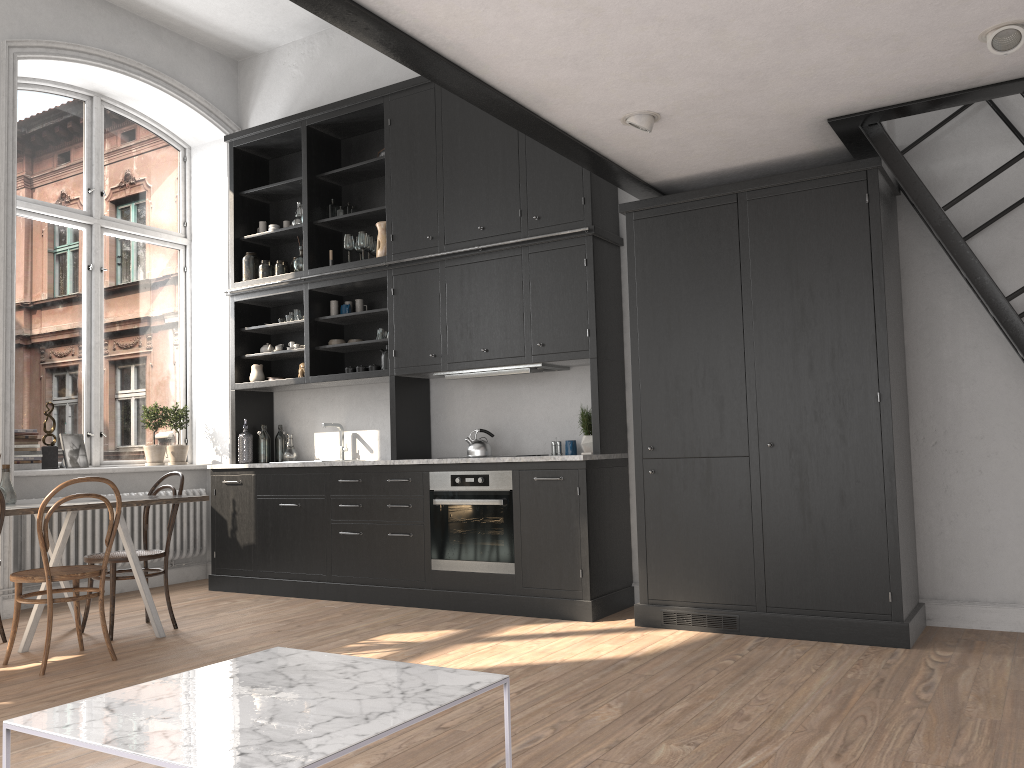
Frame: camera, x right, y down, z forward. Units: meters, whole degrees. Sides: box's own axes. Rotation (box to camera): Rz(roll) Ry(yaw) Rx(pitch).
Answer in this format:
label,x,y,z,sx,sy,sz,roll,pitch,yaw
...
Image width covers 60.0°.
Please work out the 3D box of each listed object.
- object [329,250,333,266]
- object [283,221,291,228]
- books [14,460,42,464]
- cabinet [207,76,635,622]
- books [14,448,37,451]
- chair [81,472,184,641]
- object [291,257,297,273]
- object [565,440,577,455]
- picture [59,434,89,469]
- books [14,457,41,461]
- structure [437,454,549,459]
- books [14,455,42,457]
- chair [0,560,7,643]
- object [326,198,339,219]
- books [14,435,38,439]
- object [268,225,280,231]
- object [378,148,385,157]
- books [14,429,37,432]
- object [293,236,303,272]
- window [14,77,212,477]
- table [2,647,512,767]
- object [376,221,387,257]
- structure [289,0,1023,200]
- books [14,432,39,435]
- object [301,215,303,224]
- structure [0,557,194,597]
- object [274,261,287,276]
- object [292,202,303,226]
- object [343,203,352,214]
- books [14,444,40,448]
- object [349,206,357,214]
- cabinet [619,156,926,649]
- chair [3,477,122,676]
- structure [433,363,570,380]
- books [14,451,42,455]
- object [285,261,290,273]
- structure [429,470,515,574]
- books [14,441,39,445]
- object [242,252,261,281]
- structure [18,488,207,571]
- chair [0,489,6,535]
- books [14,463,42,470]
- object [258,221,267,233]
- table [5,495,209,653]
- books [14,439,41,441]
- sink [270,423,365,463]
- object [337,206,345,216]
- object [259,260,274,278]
label,x,y,z,sx,sy,sz,roll,pitch,yaw
object,-1.361,-0.933,6.677,0.123,0.161,0.123,-5,-5,40
object,-1.813,-1.246,7.161,0.059,0.135,0.082,1,-5,-36
books,-3.452,0.547,6.182,0.175,0.023,0.250,-4,-5,27
cabinet,-0.818,-0.310,6.249,3.251,3.581,0.635,-4,-5,31
books,-3.458,0.461,6.206,0.205,0.022,0.155,3,-6,-44
chair,-2.230,0.988,5.239,0.438,0.920,0.549,-6,-6,44
object,-1.697,-0.908,7.018,0.092,0.184,0.092,2,-6,-44
object,0.376,0.409,5.698,0.082,0.093,0.140,-3,-5,21
picture,-3.280,0.502,6.585,0.149,0.264,0.222,-3,-4,15
books,-3.453,0.524,6.184,0.175,0.023,0.249,-4,-5,32
structure,-0.123,0.475,5.782,0.592,0.011,0.428,-4,-5,31
books,-3.461,0.506,6.202,0.193,0.014,0.255,-5,-5,34
chair,-3.136,0.994,4.966,0.549,0.920,0.438,-5,-5,38
object,-1.368,-1.321,6.776,0.084,0.199,0.065,1,-5,-37
books,-3.468,0.373,6.201,0.231,0.023,0.162,2,-6,-43
object,-1.914,-1.226,7.137,0.096,0.095,0.096,0,-5,-24
object,-0.942,-1.678,6.573,0.056,0.121,0.167,1,-5,-34
books,-3.473,0.331,6.216,0.159,0.024,0.201,-3,-5,21
object,-1.599,-1.018,6.754,0.134,0.357,0.134,-1,-4,-14
window,-2.687,-4.628,14.181,26.405,15.926,14.390,-4,-5,31
table,-0.584,0.965,2.171,0.849,0.392,0.849,-4,-5,31
object,-0.925,-1.023,6.348,0.094,0.267,0.116,0,-4,-17
structure,1.161,-1.960,2.014,4.159,1.212,5.929,-4,-5,31
books,-3.461,0.352,6.214,0.155,0.020,0.205,-4,-5,31
object,-1.568,-1.381,6.853,0.123,0.340,0.118,2,-5,-40
structure,-3.914,-0.750,5.151,0.340,4.471,5.183,-4,-5,31
object,-1.822,-0.890,6.981,0.096,0.150,0.096,-3,-4,20
object,-1.659,-1.310,6.943,0.132,0.219,0.132,-2,-4,6
object,-1.258,-1.308,6.838,0.065,0.177,0.084,1,-5,-37
books,-3.461,0.438,6.214,0.158,0.024,0.222,-4,-5,31
object,-1.209,-1.289,6.740,0.044,0.121,0.058,1,-5,-32
cabinet,1.399,0.126,4.869,1.401,2.370,0.634,-4,-5,31
chair,-2.234,0.926,4.423,0.549,0.920,0.438,-5,-5,42
structure,-0.077,-0.099,5.936,0.844,0.123,0.379,-4,-5,31
books,-3.463,0.485,6.203,0.193,0.028,0.245,-4,-5,26
object,-1.837,-0.890,7.129,0.092,0.184,0.092,-1,-4,-3
structure,-0.114,0.868,5.749,0.622,0.622,0.618,-4,-5,31
books,-3.459,0.415,6.209,0.155,0.022,0.205,-4,-5,26
object,-2.070,-0.922,7.048,0.118,0.238,0.118,-3,-4,17
structure,-2.964,1.095,6.641,0.194,0.552,1.578,-4,-5,31
chair,-2.570,0.898,3.943,0.549,0.920,0.438,-4,-4,27
books,-3.453,0.579,6.179,0.192,0.043,0.248,-4,-5,31
object,-2.018,-1.239,7.174,0.059,0.135,0.082,1,-5,-31
table,-2.774,1.011,4.429,1.100,0.779,2.201,-4,-5,31
books,-3.463,0.395,6.207,0.174,0.019,0.244,-4,-5,31
sink,-1.430,0.544,6.616,0.526,0.504,0.514,-4,-5,31
object,-1.297,-1.289,6.718,0.053,0.125,0.041,-2,-4,-2
object,-1.937,-0.889,6.988,0.114,0.155,0.114,-5,-5,35
